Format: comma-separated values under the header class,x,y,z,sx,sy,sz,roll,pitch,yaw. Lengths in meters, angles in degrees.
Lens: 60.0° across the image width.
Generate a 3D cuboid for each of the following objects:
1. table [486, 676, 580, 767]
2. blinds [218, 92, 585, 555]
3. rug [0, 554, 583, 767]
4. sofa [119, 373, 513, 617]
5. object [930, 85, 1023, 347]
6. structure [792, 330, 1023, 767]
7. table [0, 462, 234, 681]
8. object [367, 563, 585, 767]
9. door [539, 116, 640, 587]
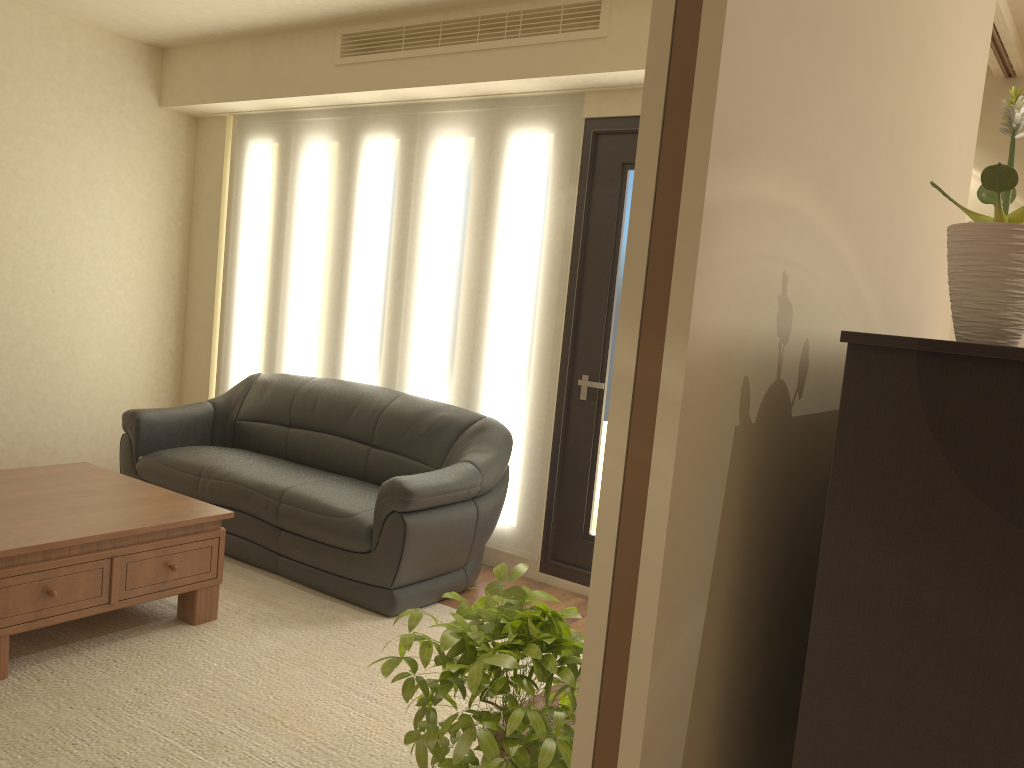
class,x,y,z,sx,sy,sz,roll,pitch,yaw
table,0.424,1.073,2.389,0.538,0.493,1.009,9,6,35
blinds,-0.887,-0.475,5.481,2.830,2.453,0.002,9,6,35
rug,-1.611,1.004,3.687,3.592,0.011,2.482,9,6,35
sofa,-1.152,0.456,4.976,2.337,0.918,0.944,9,6,35
object,0.720,-0.243,1.303,0.209,0.375,0.215,2,6,-31
structure,1.165,0.702,1.759,0.792,1.502,1.493,9,6,35
table,-1.988,0.722,3.732,1.213,0.482,1.045,9,6,35
object,-0.029,0.853,1.760,0.565,0.957,0.528,4,5,-12
door,0.696,-0.114,4.443,1.011,2.420,0.118,9,6,35
